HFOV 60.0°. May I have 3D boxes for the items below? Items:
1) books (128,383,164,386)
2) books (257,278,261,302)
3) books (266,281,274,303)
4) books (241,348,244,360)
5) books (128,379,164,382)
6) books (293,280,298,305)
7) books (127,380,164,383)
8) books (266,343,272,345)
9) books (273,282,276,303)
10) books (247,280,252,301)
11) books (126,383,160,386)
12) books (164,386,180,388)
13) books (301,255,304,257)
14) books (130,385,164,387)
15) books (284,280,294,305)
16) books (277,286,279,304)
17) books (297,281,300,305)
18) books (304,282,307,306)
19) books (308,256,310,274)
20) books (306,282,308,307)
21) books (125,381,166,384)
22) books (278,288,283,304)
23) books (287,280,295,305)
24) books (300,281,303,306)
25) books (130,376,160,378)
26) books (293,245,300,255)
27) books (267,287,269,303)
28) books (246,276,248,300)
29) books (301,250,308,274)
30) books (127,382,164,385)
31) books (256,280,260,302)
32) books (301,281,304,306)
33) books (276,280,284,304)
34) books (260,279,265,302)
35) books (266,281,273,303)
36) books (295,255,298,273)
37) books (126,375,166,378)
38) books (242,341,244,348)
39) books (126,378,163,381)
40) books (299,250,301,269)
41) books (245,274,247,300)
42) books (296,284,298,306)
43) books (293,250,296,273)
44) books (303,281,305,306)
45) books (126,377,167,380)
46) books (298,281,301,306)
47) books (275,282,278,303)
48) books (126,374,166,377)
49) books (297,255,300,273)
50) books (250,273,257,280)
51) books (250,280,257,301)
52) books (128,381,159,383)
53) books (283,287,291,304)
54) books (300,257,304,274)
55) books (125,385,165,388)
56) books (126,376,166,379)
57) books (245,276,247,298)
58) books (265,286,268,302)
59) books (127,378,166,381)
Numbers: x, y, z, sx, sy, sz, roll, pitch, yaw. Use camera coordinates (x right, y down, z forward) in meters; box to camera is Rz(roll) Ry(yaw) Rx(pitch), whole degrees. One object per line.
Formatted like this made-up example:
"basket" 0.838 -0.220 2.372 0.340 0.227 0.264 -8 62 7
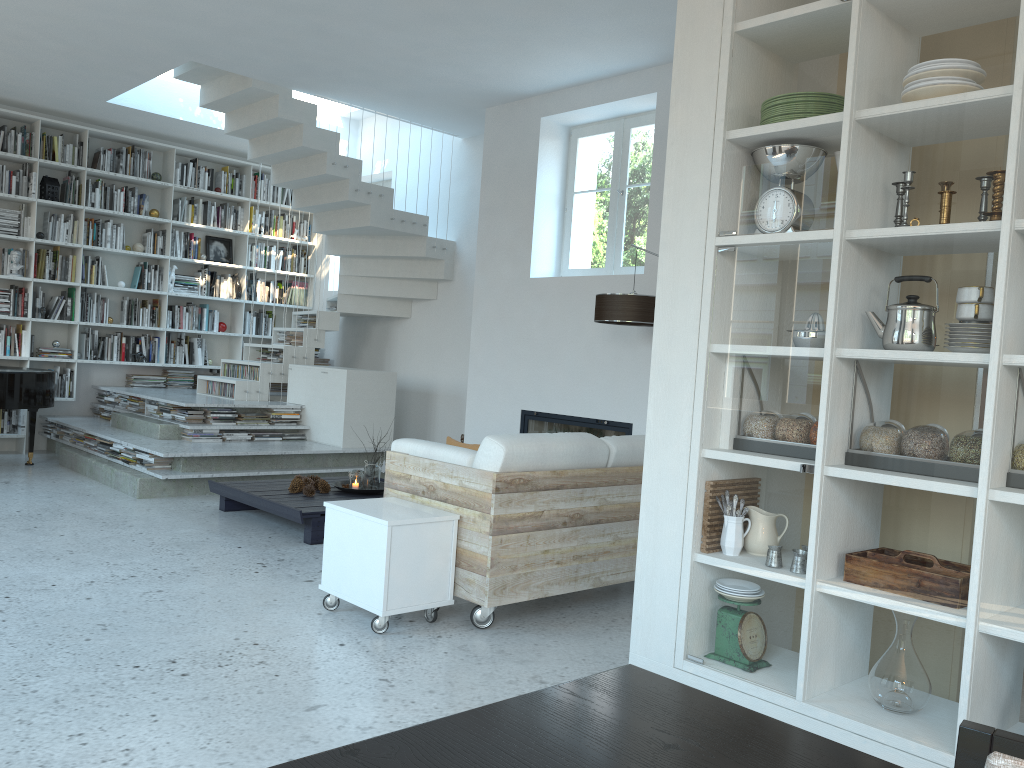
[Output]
"books" -3.802 0.002 9.196 0.308 0.008 0.195 3 2 -39
"books" -2.870 -1.050 9.954 0.022 0.265 0.157 2 3 -43
"books" -2.758 -1.042 10.062 0.029 0.259 0.171 2 3 -43
"books" -3.016 -0.294 9.781 0.031 0.214 0.164 2 3 -43
"books" -3.794 -0.036 9.196 0.308 0.008 0.195 3 2 -38
"books" -2.532 -1.048 10.240 0.018 0.293 0.169 2 3 -43
"books" -3.806 -0.029 9.204 0.308 0.008 0.195 3 2 -43
"books" -2.749 -0.318 10.048 0.012 0.285 0.159 2 3 -43
"books" -2.732 -1.038 10.098 0.012 0.254 0.160 2 3 -43
"books" -2.958 -1.040 9.895 0.066 0.237 0.144 2 3 -43
"books" -3.800 0.009 9.194 0.346 0.007 0.193 3 2 -38
"books" -3.565 0.035 9.433 0.285 0.007 0.159 3 2 -43
"books" -2.475 -1.384 10.320 0.024 0.230 0.130 2 3 -43
"books" -3.803 0.017 9.197 0.195 0.008 0.308 5 2 43
"books" -2.587 -1.049 10.208 0.072 0.291 0.169 2 3 -43
"books" -2.710 -1.014 10.129 0.014 0.207 0.138 2 3 -43
"books" -2.515 -1.048 10.275 0.018 0.293 0.169 2 3 -43
"books" -2.442 -1.044 10.330 0.018 0.293 0.169 2 3 -43
"books" -2.412 -1.374 10.340 0.021 0.219 0.184 2 3 -43
"books" -2.436 -1.044 10.350 0.018 0.293 0.169 2 3 -43
"books" -3.803 -0.014 9.200 0.346 0.007 0.193 2 2 -45
"books" -2.669 -0.998 10.114 0.024 0.181 0.190 2 3 -43
"books" -2.560 -1.050 10.234 0.033 0.294 0.169 2 3 -43
"books" -2.489 -1.047 10.300 0.018 0.293 0.169 2 3 -43
"books" -3.797 -0.073 9.200 0.308 0.008 0.195 3 2 -41
"books" -2.509 -1.435 10.270 0.013 0.330 0.140 2 3 -43
"books" -2.802 -1.006 10.033 0.030 0.184 0.137 2 3 -43
"books" -2.985 -1.062 9.869 0.010 0.279 0.147 2 3 -43
"books" -2.432 -1.412 10.316 0.042 0.292 0.186 2 3 -43
"books" -3.805 -0.006 9.200 0.308 0.008 0.195 3 2 -41
"books" -2.880 -1.040 9.929 0.026 0.246 0.180 2 3 -43
"books" -2.472 -1.046 10.309 0.018 0.293 0.169 2 3 -43
"books" -2.666 -1.047 10.149 0.026 0.278 0.169 2 3 -43
"books" -2.833 -1.045 9.971 0.056 0.261 0.176 2 3 -43
"books" -2.770 -1.036 10.038 0.022 0.247 0.181 2 3 -43
"books" -2.528 -1.376 10.224 0.025 0.211 0.188 2 3 -43
"books" -3.797 -0.081 9.200 0.346 0.007 0.193 2 2 -45
"books" -3.008 -0.333 9.804 0.011 0.293 0.144 2 3 -43
"books" -3.797 -0.044 9.199 0.193 0.007 0.346 5 2 44
"books" -2.495 -1.411 10.273 0.013 0.283 0.149 2 3 -43
"books" -2.992 -1.069 9.848 0.010 0.293 0.164 2 3 -43
"books" -2.529 -1.049 10.263 0.018 0.293 0.169 2 3 -43
"books" -2.547 -1.405 10.206 0.028 0.268 0.173 2 3 -43
"books" -2.462 -1.046 10.325 0.018 0.293 0.169 2 3 -43
"books" -3.792 -0.058 9.194 0.193 0.007 0.346 5 2 42
"books" -2.499 -1.047 10.285 0.018 0.293 0.169 2 3 -43
"books" -2.721 -1.035 10.113 0.025 0.249 0.133 2 3 -43
"books" -3.796 -0.088 9.199 0.346 0.007 0.193 3 2 -41
"books" -2.516 -1.380 10.248 0.025 0.220 0.177 2 3 -43
"books" -2.904 -1.080 9.929 0.012 0.322 0.141 2 3 -43
"books" -2.907 -1.040 9.905 0.022 0.243 0.170 2 3 -43
"books" -3.798 -0.021 9.194 0.195 0.008 0.308 5 2 42
"books" -2.619 -1.011 10.181 0.088 0.217 0.167 2 3 -43
"books" -2.472 -1.365 10.277 0.029 0.195 0.192 2 3 -43
"books" -3.803 0.024 9.197 0.346 0.007 0.193 3 2 -39
"books" -3.798 -0.066 9.200 0.346 0.007 0.193 3 2 -41
"books" -2.996 -1.061 9.825 0.025 0.277 0.160 2 3 -43
"books" -2.807 -1.008 10.000 0.023 0.189 0.169 2 3 -43
"books" -3.799 -0.051 9.201 0.346 0.007 0.193 3 2 -41
